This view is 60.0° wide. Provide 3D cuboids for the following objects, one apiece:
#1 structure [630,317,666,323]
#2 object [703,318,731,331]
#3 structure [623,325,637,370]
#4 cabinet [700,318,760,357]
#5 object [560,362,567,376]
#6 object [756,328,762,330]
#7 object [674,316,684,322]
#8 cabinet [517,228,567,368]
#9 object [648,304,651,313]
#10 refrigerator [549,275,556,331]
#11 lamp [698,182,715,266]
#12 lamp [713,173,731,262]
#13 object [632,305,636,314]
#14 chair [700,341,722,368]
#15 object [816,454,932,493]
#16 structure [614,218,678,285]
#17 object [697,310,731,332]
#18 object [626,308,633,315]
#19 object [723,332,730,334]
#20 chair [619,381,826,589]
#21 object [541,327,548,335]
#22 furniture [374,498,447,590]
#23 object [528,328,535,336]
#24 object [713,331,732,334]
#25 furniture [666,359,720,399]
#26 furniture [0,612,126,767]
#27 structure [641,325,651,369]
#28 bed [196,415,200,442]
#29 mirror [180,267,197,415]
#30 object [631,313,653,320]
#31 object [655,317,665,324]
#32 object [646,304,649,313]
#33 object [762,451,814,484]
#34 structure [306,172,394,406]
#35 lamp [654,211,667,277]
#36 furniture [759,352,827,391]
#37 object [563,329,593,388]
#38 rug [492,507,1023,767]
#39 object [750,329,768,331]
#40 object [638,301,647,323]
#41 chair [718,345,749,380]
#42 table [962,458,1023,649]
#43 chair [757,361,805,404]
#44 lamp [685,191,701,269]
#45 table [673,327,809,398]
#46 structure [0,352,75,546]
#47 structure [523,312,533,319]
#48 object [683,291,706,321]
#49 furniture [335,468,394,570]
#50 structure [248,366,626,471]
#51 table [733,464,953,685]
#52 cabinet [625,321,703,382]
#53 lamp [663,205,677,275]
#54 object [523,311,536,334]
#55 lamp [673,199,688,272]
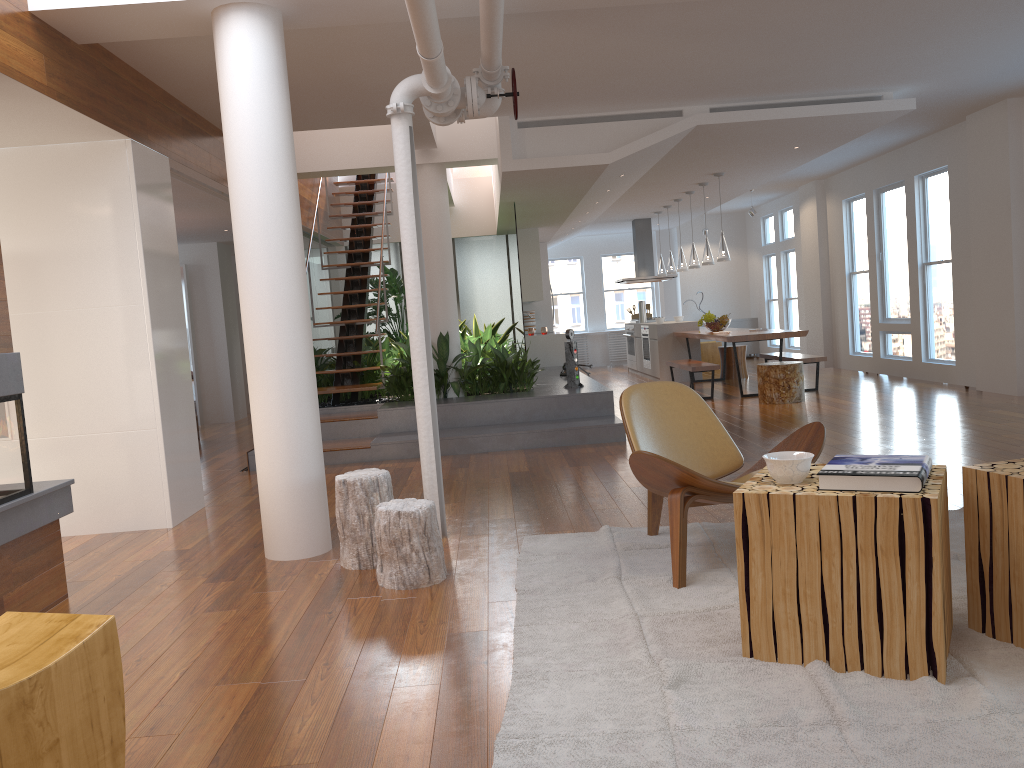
[{"bbox_3d":[2.256,-1.065,14.777,0.520,0.073,0.650,-5,4,-1],"label":"structure"},{"bbox_3d":[2.656,-0.755,11.468,0.360,0.159,0.360,-8,5,-38],"label":"object"},{"bbox_3d":[2.247,-0.638,14.796,0.649,0.735,0.890,-5,4,-1],"label":"structure"},{"bbox_3d":[3.905,-0.828,16.574,1.309,0.725,0.420,-5,4,-1],"label":"cabinet"},{"bbox_3d":[0.620,-0.174,10.215,0.216,0.155,0.181,-8,5,-36],"label":"object"},{"bbox_3d":[2.910,-0.641,10.457,0.079,0.030,0.070,-1,6,42],"label":"object"},{"bbox_3d":[2.405,-0.932,12.785,0.152,0.082,0.152,-8,6,-40],"label":"object"},{"bbox_3d":[0.329,-1.147,14.391,0.676,2.280,4.565,-5,4,-1],"label":"cabinet"},{"bbox_3d":[2.357,-1.230,15.225,0.057,0.294,0.030,-5,4,-1],"label":"object"},{"bbox_3d":[0.381,-0.991,15.148,0.725,1.772,0.908,-5,4,-1],"label":"refrigerator"},{"bbox_3d":[2.361,-1.981,10.808,0.160,1.060,0.160,-2,5,26],"label":"lamp"},{"bbox_3d":[2.380,-1.929,10.087,0.160,1.060,0.160,-2,5,26],"label":"lamp"},{"bbox_3d":[2.103,-1.211,15.219,0.055,0.299,0.027,-5,4,-1],"label":"object"},{"bbox_3d":[3.244,-0.475,14.616,0.344,0.430,0.549,-4,4,3],"label":"chair"},{"bbox_3d":[1.086,0.264,2.645,0.279,0.048,0.334,-2,5,30],"label":"object"},{"bbox_3d":[2.158,-2.387,14.650,0.909,1.405,0.900,-5,4,-1],"label":"structure"},{"bbox_3d":[2.625,-0.817,11.477,0.394,0.284,0.292,-8,5,-37],"label":"object"},{"bbox_3d":[2.068,-1.191,15.217,0.199,0.259,0.016,-4,4,9],"label":"object"},{"bbox_3d":[2.479,-0.592,10.363,0.149,0.014,0.044,-5,4,-3],"label":"object"},{"bbox_3d":[0.916,0.375,3.770,0.856,0.752,0.867,-4,4,4],"label":"chair"},{"bbox_3d":[0.449,-0.741,12.350,0.094,0.106,0.094,-4,4,4],"label":"object"},{"bbox_3d":[-0.438,0.674,3.794,0.294,0.333,0.292,-7,5,-31],"label":"furniture"},{"bbox_3d":[0.267,-0.731,12.393,0.094,0.106,0.094,-4,4,4],"label":"object"},{"bbox_3d":[2.489,-0.606,10.497,0.222,0.020,0.222,-1,6,39],"label":"object"},{"bbox_3d":[2.134,-0.056,10.514,0.316,0.389,1.433,-5,4,-1],"label":"furniture"},{"bbox_3d":[-1.205,0.817,2.000,0.344,0.430,0.549,-3,5,18],"label":"furniture"},{"bbox_3d":[2.034,-0.559,13.381,0.072,0.648,0.644,-5,4,-1],"label":"structure"},{"bbox_3d":[-4.564,0.502,8.573,2.314,0.595,2.207,-5,4,-1],"label":"bed"},{"bbox_3d":[-4.777,-0.440,11.420,1.267,2.044,0.049,-5,4,-1],"label":"mirror"},{"bbox_3d":[2.228,-1.141,15.217,0.353,0.157,0.084,-5,4,-1],"label":"object"},{"bbox_3d":[2.154,-0.922,12.904,0.152,0.082,0.152,-1,5,38],"label":"object"},{"bbox_3d":[2.320,-1.226,15.206,0.068,0.298,0.039,-5,4,-1],"label":"object"},{"bbox_3d":[0.850,0.260,2.722,0.152,0.082,0.152,-8,6,-40],"label":"object"},{"bbox_3d":[-1.073,-1.894,10.534,2.552,4.265,4.591,-5,4,-1],"label":"structure"},{"bbox_3d":[2.285,-2.192,13.692,0.160,1.060,0.160,-2,5,26],"label":"lamp"},{"bbox_3d":[3.323,-0.150,10.538,0.316,0.389,1.433,-5,4,-1],"label":"furniture"},{"bbox_3d":[0.633,-0.248,8.489,0.318,0.565,0.134,-1,5,35],"label":"object"},{"bbox_3d":[1.703,0.738,2.587,3.525,0.057,3.478,-4,4,3],"label":"rug"},{"bbox_3d":[2.911,-0.635,10.458,0.222,0.020,0.222,-5,4,-9],"label":"object"},{"bbox_3d":[2.115,-1.162,14.307,0.172,0.356,0.120,-8,6,-43],"label":"object"},{"bbox_3d":[3.096,-0.303,12.403,0.396,0.455,0.402,-5,4,-11],"label":"chair"},{"bbox_3d":[1.737,0.510,2.595,0.548,0.534,0.489,-5,4,-13],"label":"table"},{"bbox_3d":[2.786,-0.017,9.191,0.460,0.400,0.460,-4,4,9],"label":"chair"},{"bbox_3d":[2.342,-2.034,11.529,0.160,1.060,0.160,-2,5,26],"label":"lamp"},{"bbox_3d":[2.688,-0.411,12.513,0.893,0.704,5.996,-5,4,-1],"label":"table"},{"bbox_3d":[-2.402,0.295,3.305,0.844,0.737,1.382,-5,4,-1],"label":"structure"},{"bbox_3d":[0.202,-0.826,13.403,0.248,0.536,0.115,-4,4,-1],"label":"structure"},{"bbox_3d":[3.474,-1.435,16.475,0.590,0.563,0.210,-7,5,-30],"label":"object"},{"bbox_3d":[-0.670,0.623,4.139,0.290,0.418,0.298,-8,5,-38],"label":"furniture"},{"bbox_3d":[-0.685,0.211,10.033,3.088,0.386,5.584,-5,4,-1],"label":"structure"},{"bbox_3d":[1.031,0.554,2.729,0.548,0.534,0.489,-2,5,29],"label":"table"},{"bbox_3d":[2.313,-0.550,13.893,0.597,0.832,2.936,-5,4,-1],"label":"cabinet"},{"bbox_3d":[2.304,-2.140,12.971,0.160,1.060,0.160,-2,5,26],"label":"lamp"},{"bbox_3d":[0.237,-0.966,13.950,0.267,0.356,0.266,-2,5,24],"label":"object"},{"bbox_3d":[2.323,-2.087,12.250,0.160,1.060,0.160,-2,5,26],"label":"lamp"}]
